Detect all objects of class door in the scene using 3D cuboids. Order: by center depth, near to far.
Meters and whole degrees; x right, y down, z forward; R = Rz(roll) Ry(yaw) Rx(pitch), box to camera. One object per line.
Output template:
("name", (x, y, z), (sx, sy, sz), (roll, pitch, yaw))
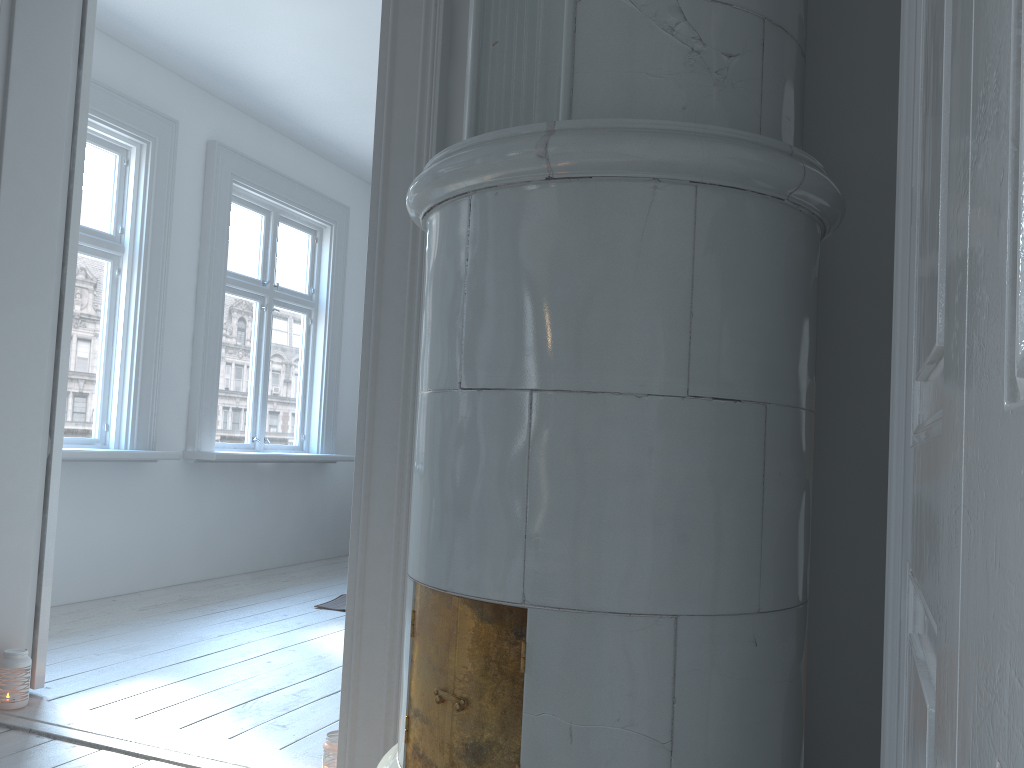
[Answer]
("door", (0.351, -0.348, 0.363), (0.306, 2.503, 1.601), (2, -4, 22))
("door", (-0.909, -0.258, 2.489), (2.598, 2.503, 0.578), (1, -3, 22))

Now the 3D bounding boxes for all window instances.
("window", (-2.132, -0.565, 4.094), (0.375, 1.844, 1.458), (2, -4, 22))
("window", (-6.430, -0.664, 30.201), (27.750, 15.005, 51.352), (1, -4, 22))

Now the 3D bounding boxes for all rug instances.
("rug", (0.016, 1.184, 4.839), (1.710, 0.055, 1.458), (1, -4, 22))

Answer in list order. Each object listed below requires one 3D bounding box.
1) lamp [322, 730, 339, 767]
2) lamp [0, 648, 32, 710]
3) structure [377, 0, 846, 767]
("lamp", (-0.430, 0.936, 2.224), (0.093, 0.110, 0.094), (0, -5, 39))
("lamp", (-1.497, 0.885, 2.664), (0.089, 0.166, 0.089), (2, -4, 21))
("structure", (-0.008, -0.360, 1.551), (1.248, 2.825, 0.801), (4, -3, -23))
